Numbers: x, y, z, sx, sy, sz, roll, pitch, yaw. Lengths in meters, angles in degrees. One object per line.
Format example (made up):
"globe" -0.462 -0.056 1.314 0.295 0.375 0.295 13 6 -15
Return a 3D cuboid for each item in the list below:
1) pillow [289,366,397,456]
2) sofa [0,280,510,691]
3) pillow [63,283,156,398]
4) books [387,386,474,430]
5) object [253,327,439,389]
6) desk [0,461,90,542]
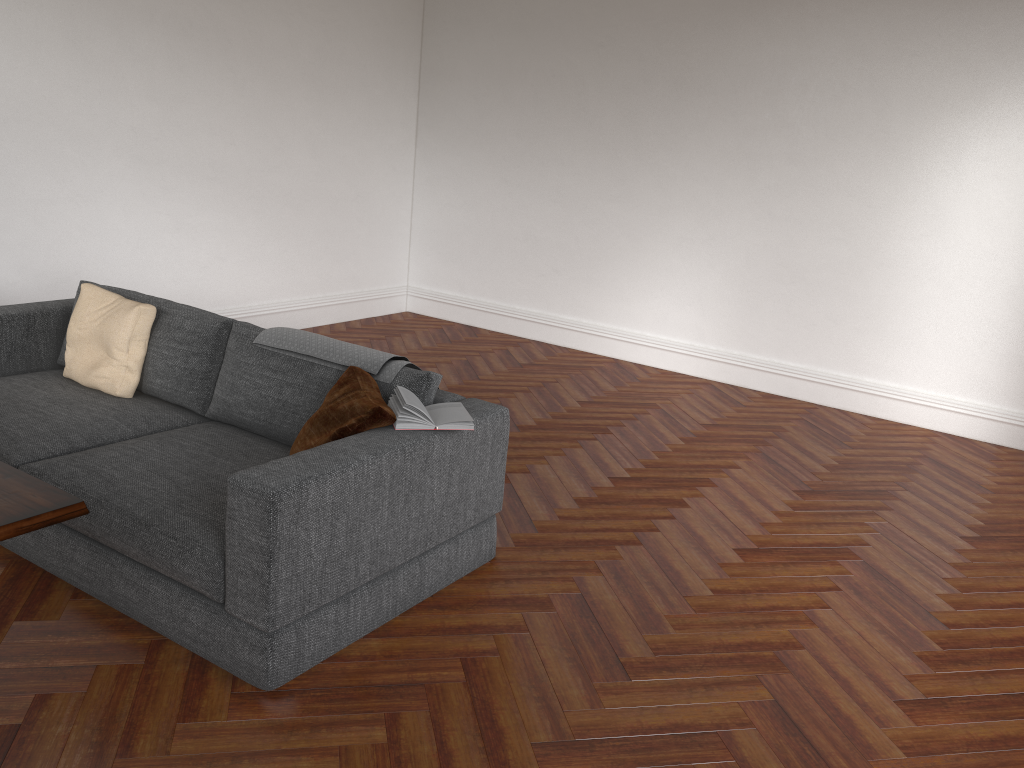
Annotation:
"pillow" -0.625 0.177 3.232 0.330 0.399 0.467 -1 17 -21
"sofa" -1.465 0.175 3.698 2.638 0.834 1.258 15 18 30
"pillow" -1.869 -0.202 4.073 0.485 0.463 0.224 15 19 30
"books" -0.293 0.084 3.176 0.278 0.096 0.223 1 16 -16
"object" -0.679 -0.009 3.731 0.750 0.390 0.399 15 18 30
"desk" -2.225 0.477 2.303 2.221 0.756 1.026 15 18 30
